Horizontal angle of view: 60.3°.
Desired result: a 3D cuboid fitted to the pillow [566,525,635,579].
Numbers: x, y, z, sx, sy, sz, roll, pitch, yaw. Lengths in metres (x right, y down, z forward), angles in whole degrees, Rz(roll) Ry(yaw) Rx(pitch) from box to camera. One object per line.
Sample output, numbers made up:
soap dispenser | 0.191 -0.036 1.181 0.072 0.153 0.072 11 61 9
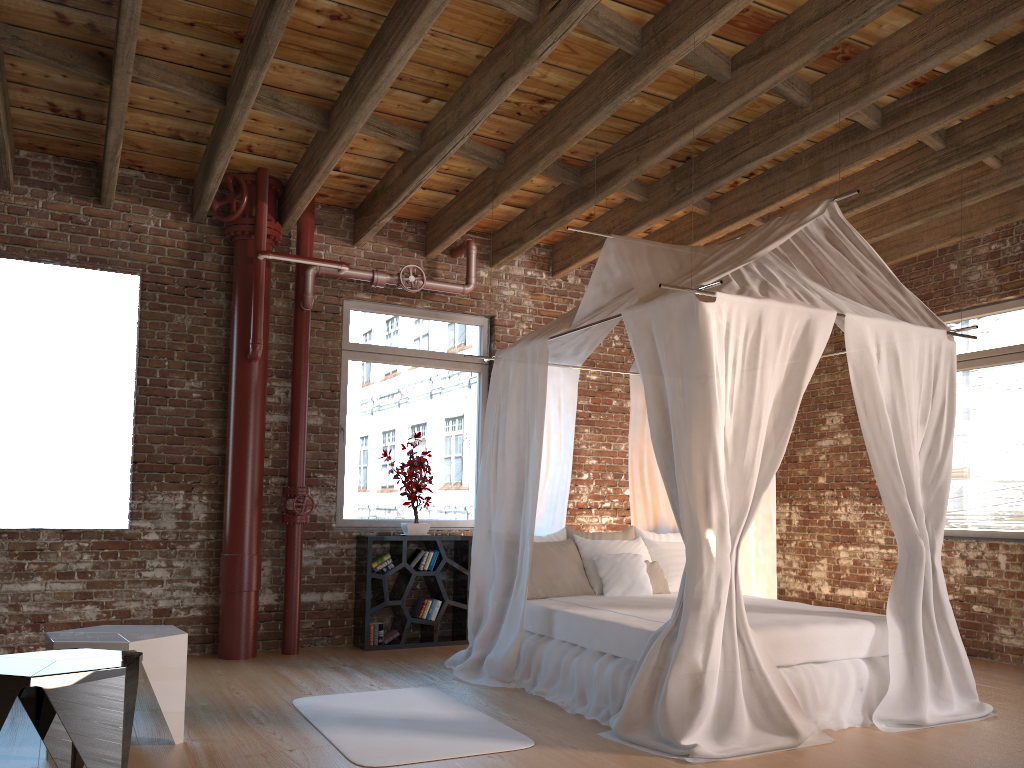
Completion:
pillow | 0.655 1.261 6.336 0.639 0.492 0.207 4 -5 -28

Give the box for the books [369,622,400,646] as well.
books | -0.974 1.879 6.646 0.252 0.159 0.133 4 -6 -28

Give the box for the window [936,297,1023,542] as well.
window | 3.614 0.292 6.785 0.173 1.840 1.308 3 -5 -27

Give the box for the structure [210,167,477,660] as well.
structure | -1.230 0.234 6.513 2.021 3.448 0.573 3 -4 -29

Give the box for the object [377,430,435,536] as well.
object | -0.795 0.757 6.852 0.421 0.836 0.393 4 -5 -32

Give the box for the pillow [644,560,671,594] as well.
pillow | 0.950 1.338 6.112 0.292 0.233 0.161 4 -6 -29

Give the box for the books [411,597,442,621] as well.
books | -0.658 1.739 6.824 0.205 0.180 0.133 4 -6 -28

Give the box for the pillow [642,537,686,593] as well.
pillow | 1.275 1.337 6.450 0.635 0.430 0.291 4 -6 -27

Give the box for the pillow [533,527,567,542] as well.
pillow | 0.140 1.229 6.049 0.639 0.490 0.198 4 -5 -28

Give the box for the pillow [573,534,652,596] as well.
pillow | 0.749 1.253 6.160 0.619 0.401 0.347 5 -6 -30

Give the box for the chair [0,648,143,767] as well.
chair | -1.687 1.265 3.241 0.608 0.488 0.546 -1 -6 16

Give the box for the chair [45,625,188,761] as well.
chair | -1.779 1.362 3.948 0.525 0.487 0.632 -2 -7 26

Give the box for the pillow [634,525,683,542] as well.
pillow | 1.188 1.314 6.623 0.638 0.496 0.206 4 -5 -28

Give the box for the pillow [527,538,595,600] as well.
pillow | 0.226 1.242 5.875 0.620 0.412 0.356 5 -6 -30

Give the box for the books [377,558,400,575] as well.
books | -0.943 1.384 6.684 0.159 0.113 0.133 4 -7 -27

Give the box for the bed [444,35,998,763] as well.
bed | 1.150 -0.069 5.490 2.524 3.864 2.653 3 -5 -27

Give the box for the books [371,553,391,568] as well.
books | -1.006 1.330 6.652 0.156 0.108 0.133 4 -7 -27

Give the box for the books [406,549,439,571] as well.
books | -0.697 1.360 6.818 0.246 0.165 0.133 4 -6 -28

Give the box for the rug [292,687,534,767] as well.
rug | -0.547 1.683 4.423 0.869 0.007 1.428 5 -9 -26

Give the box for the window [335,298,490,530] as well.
window | -0.801 0.273 7.160 1.360 1.840 0.166 4 -4 -28

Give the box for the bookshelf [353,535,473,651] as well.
bookshelf | -0.763 1.600 6.851 0.865 0.841 0.291 4 -5 -28

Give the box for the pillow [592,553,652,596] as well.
pillow | 0.750 1.291 5.966 0.388 0.290 0.214 3 -5 -19

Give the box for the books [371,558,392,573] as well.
books | -0.995 1.367 6.656 0.156 0.108 0.133 4 -7 -27
